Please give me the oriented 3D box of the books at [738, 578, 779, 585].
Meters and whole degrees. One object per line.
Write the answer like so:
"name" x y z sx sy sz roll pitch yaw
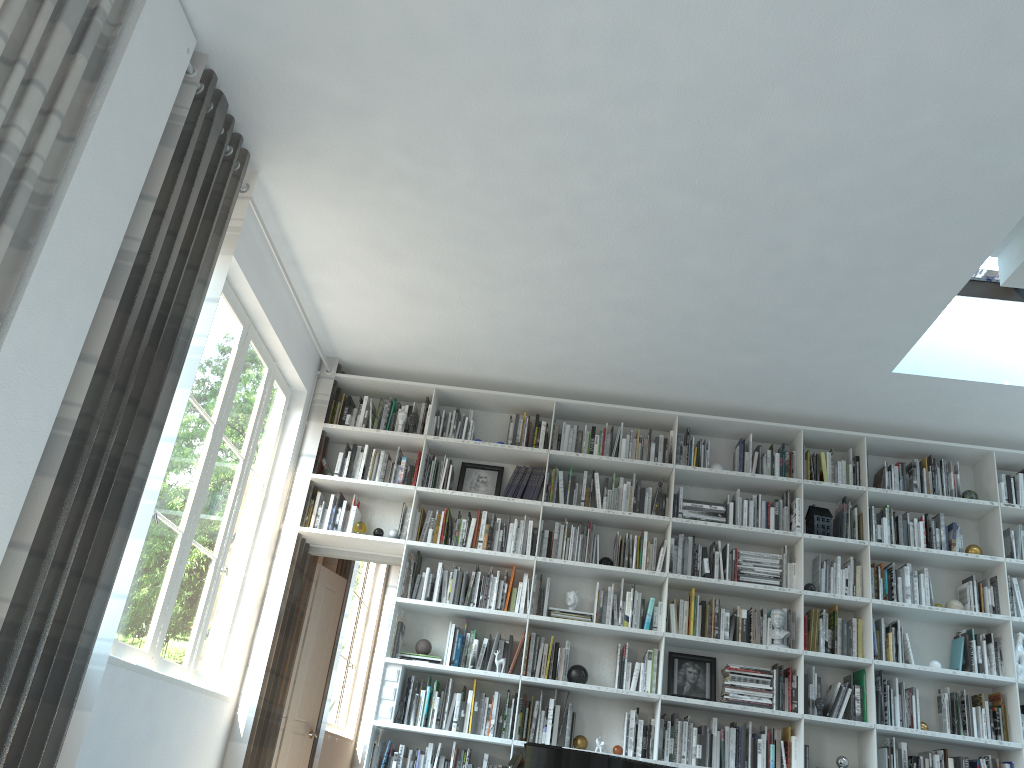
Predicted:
"books" 1.592 1.303 5.770 0.254 0.012 0.161 6 -25 4

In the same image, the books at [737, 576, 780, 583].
"books" 1.593 1.291 5.773 0.254 0.012 0.161 7 -25 3

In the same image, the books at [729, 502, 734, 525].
"books" 1.448 0.910 5.935 0.025 0.186 0.194 6 -25 4

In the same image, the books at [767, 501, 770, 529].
"books" 1.698 0.919 5.927 0.012 0.229 0.159 6 -25 4

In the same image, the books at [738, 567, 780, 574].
"books" 1.601 1.237 5.798 0.254 0.012 0.161 6 -25 5

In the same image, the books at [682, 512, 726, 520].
"books" 1.274 0.910 5.953 0.285 0.012 0.160 7 -25 2

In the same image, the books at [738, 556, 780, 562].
"books" 1.611 1.169 5.826 0.254 0.012 0.161 6 -25 6

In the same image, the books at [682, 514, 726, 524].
"books" 1.272 0.919 5.946 0.285 0.012 0.160 8 -25 1

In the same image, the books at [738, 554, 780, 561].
"books" 1.612 1.160 5.835 0.254 0.012 0.161 6 -25 4

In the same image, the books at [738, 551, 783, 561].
"books" 1.614 1.144 5.830 0.285 0.012 0.160 9 -25 0

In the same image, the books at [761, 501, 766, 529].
"books" 1.659 0.916 5.923 0.023 0.222 0.191 6 -25 4

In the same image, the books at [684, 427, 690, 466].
"books" 1.206 0.485 6.154 0.014 0.339 0.145 6 -25 4

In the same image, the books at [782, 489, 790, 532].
"books" 1.834 0.890 5.944 0.012 0.332 0.156 6 -25 4

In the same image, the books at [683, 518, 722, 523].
"books" 1.269 0.939 5.932 0.254 0.012 0.161 4 -25 9

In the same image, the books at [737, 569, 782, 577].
"books" 1.599 1.248 5.793 0.285 0.012 0.160 6 -25 5

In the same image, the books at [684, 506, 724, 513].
"books" 1.280 0.870 5.966 0.254 0.025 0.161 8 -25 0

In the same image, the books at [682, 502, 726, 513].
"books" 1.284 0.850 5.980 0.285 0.024 0.160 6 -25 6

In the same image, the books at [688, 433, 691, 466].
"books" 1.215 0.504 6.139 0.010 0.295 0.154 6 -25 4

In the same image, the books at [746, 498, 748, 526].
"books" 1.564 0.903 5.951 0.012 0.243 0.132 6 -25 4

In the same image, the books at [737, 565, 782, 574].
"books" 1.602 1.224 5.799 0.285 0.012 0.160 5 -25 7

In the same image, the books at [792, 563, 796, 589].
"books" 1.815 1.285 5.774 0.030 0.204 0.159 6 -25 4

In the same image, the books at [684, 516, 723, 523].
"books" 1.270 0.930 5.941 0.254 0.012 0.161 8 -25 1

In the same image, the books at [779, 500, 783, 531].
"books" 1.780 0.919 5.937 0.029 0.260 0.133 6 -25 4

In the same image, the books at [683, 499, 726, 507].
"books" 1.287 0.830 5.995 0.285 0.024 0.160 6 -25 4

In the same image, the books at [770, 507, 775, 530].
"books" 1.715 0.939 5.913 0.029 0.187 0.176 6 -25 4

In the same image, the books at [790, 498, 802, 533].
"books" 1.861 0.910 5.863 0.037 0.236 0.273 6 -25 4

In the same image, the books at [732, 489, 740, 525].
"books" 1.496 0.867 5.941 0.011 0.283 0.191 6 -25 4

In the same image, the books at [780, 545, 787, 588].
"books" 1.773 1.227 5.798 0.012 0.317 0.140 6 -25 4

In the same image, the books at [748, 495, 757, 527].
"books" 1.614 0.900 5.963 0.029 0.272 0.141 6 -25 4

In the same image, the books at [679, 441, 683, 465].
"books" 1.155 0.531 6.134 0.023 0.227 0.157 6 -25 4

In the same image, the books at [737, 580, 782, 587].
"books" 1.590 1.313 5.763 0.285 0.012 0.160 6 -25 5

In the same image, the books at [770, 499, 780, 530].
"books" 1.749 0.915 5.923 0.032 0.247 0.174 6 -25 4

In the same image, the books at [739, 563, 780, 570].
"books" 1.604 1.213 5.804 0.254 0.012 0.161 8 -25 1

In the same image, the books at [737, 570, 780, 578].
"books" 1.598 1.258 5.786 0.254 0.012 0.161 7 -25 2

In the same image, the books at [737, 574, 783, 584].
"books" 1.595 1.278 5.774 0.285 0.012 0.160 8 -25 1

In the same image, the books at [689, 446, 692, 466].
"books" 1.220 0.552 6.131 0.011 0.204 0.146 6 -25 4

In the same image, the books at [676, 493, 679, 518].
"books" 1.102 0.862 5.976 0.013 0.217 0.142 6 -25 4

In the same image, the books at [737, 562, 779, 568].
"books" 1.606 1.203 5.811 0.254 0.012 0.161 6 -25 6

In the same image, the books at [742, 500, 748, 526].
"books" 1.542 0.908 5.936 0.027 0.215 0.191 6 -25 4

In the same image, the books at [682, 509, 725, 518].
"books" 1.277 0.891 5.953 0.285 0.024 0.160 4 -25 9

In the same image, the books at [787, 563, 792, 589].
"books" 1.785 1.282 5.769 0.029 0.197 0.172 6 -25 4

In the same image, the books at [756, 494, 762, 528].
"books" 1.639 0.896 5.942 0.023 0.268 0.185 6 -25 4

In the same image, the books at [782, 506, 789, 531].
"books" 1.805 0.943 5.911 0.029 0.201 0.192 6 -25 4

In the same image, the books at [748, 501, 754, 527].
"books" 1.582 0.913 5.936 0.028 0.218 0.184 6 -25 4

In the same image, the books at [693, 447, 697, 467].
"books" 1.247 0.553 6.114 0.023 0.194 0.173 6 -25 4

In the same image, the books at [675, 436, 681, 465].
"books" 1.132 0.509 6.123 0.026 0.252 0.186 6 -25 4

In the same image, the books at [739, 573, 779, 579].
"books" 1.596 1.269 5.781 0.254 0.012 0.161 6 -25 6

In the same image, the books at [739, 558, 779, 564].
"books" 1.609 1.179 5.815 0.254 0.012 0.161 4 -25 9

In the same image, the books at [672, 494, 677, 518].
"books" 1.081 0.861 5.962 0.027 0.200 0.168 6 -25 4

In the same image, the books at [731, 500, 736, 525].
"books" 1.475 0.909 5.967 0.024 0.222 0.129 6 -25 4

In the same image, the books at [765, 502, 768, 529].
"books" 1.687 0.921 5.933 0.010 0.229 0.153 6 -25 4

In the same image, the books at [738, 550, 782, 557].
"books" 1.615 1.137 5.841 0.285 0.012 0.160 6 -25 6

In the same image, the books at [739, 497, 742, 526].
"books" 1.509 0.896 5.945 0.021 0.236 0.172 6 -25 4

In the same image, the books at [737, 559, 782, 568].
"books" 1.607 1.194 5.818 0.285 0.012 0.160 7 -25 3

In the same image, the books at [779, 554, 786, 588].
"books" 1.756 1.248 5.771 0.012 0.253 0.161 6 -25 4

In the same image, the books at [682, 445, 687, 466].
"books" 1.176 0.543 6.114 0.026 0.193 0.167 6 -25 4

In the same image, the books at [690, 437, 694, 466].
"books" 1.234 0.515 6.118 0.011 0.263 0.164 6 -25 4

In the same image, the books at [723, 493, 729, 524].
"books" 1.434 0.880 5.954 0.012 0.253 0.161 6 -25 4
